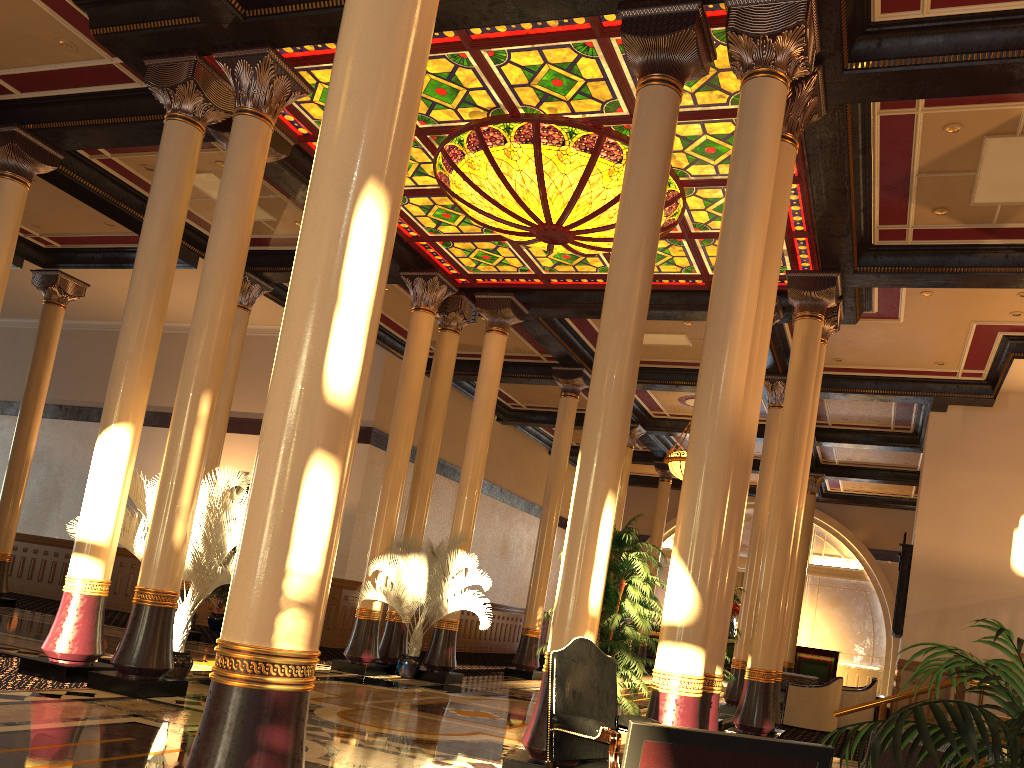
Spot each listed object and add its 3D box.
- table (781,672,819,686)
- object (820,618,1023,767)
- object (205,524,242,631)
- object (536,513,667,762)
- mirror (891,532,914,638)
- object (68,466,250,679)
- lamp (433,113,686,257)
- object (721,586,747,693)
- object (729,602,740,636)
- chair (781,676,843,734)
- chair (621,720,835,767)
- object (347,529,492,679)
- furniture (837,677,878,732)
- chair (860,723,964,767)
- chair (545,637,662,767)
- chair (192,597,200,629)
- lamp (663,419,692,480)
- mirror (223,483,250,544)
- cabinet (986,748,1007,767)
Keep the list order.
[{"bbox_3d":[4.896,5.619,15.720,1.070,0.760,1.725,4,-14,23],"label":"table"},{"bbox_3d":[1.466,1.331,2.476,1.048,1.414,1.089,16,-11,-38],"label":"object"},{"bbox_3d":[-5.511,3.693,16.746,1.117,2.118,1.018,11,-8,-19],"label":"object"},{"bbox_3d":[0.789,2.083,7.121,1.117,2.118,1.018,11,-8,-19],"label":"object"},{"bbox_3d":[7.399,3.806,16.541,0.247,1.956,1.874,6,-10,24],"label":"mirror"},{"bbox_3d":[-3.044,1.908,8.782,2.019,2.223,1.881,7,-9,10],"label":"object"},{"bbox_3d":[0.523,-2.020,10.204,2.905,0.593,3.162,3,-15,20],"label":"lamp"},{"bbox_3d":[2.375,3.335,11.000,1.018,2.118,1.118,7,-8,11],"label":"object"},{"bbox_3d":[5.406,1.197,10.801,0.664,4.215,30.843,8,-14,7],"label":"object"},{"bbox_3d":[4.930,5.157,14.129,0.739,0.899,1.015,0,-13,42],"label":"chair"},{"bbox_3d":[0.543,1.549,2.816,0.694,0.906,0.647,10,-9,-7],"label":"chair"},{"bbox_3d":[-1.078,3.187,12.600,1.759,2.238,2.189,4,-11,26],"label":"object"},{"bbox_3d":[6.199,5.778,15.855,0.781,0.929,2.288,5,-14,24],"label":"furniture"},{"bbox_3d":[1.352,1.880,3.628,0.654,0.906,0.687,10,-9,-7],"label":"chair"},{"bbox_3d":[0.543,1.924,4.592,0.712,1.082,0.785,2,-11,37],"label":"chair"},{"bbox_3d":[-6.307,4.082,16.287,0.616,0.906,0.727,1,-12,42],"label":"chair"},{"bbox_3d":[3.896,1.341,18.653,1.158,1.877,1.245,6,-9,17],"label":"lamp"},{"bbox_3d":[-5.238,2.615,17.554,1.341,1.530,0.209,5,-7,20],"label":"mirror"},{"bbox_3d":[2.283,2.036,3.604,0.531,0.851,1.327,5,-12,24],"label":"cabinet"}]
